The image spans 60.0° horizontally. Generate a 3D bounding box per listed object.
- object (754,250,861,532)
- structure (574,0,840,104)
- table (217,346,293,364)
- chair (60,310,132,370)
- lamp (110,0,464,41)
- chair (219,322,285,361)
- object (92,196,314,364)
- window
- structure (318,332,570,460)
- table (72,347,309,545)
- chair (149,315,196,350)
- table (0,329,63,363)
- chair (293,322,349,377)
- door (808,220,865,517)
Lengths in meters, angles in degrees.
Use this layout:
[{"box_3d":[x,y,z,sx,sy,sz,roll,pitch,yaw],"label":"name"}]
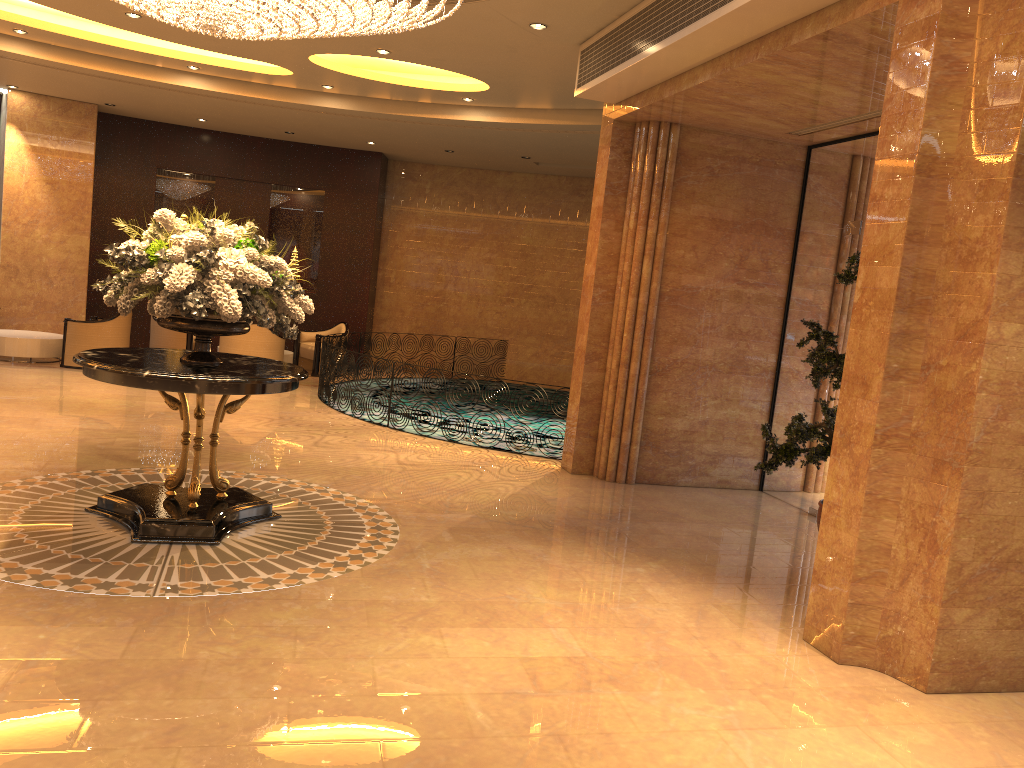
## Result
[{"box_3d":[2.433,0.226,6.289,1.250,2.363,0.843,2,7,-35],"label":"object"},{"box_3d":[1.357,-2.709,6.588,0.425,0.483,4.113,5,6,-16],"label":"structure"},{"box_3d":[-4.215,-0.388,14.552,1.196,0.354,1.196,8,6,12],"label":"table"},{"box_3d":[-6.003,-0.698,12.966,0.769,0.916,0.951,6,6,-1],"label":"chair"},{"box_3d":[-1.881,-2.872,5.664,3.206,1.196,3.204,9,7,21],"label":"lamp"},{"box_3d":[-3.870,-0.491,13.233,0.951,0.916,0.769,4,7,-21],"label":"chair"},{"box_3d":[-2.047,-0.643,5.898,1.277,0.999,1.318,8,6,15],"label":"object"},{"box_3d":[3.249,-0.389,7.412,0.047,3.571,3.515,5,6,-16],"label":"window"},{"box_3d":[-0.961,-0.056,13.560,3.815,0.995,7.624,7,6,3],"label":"structure"},{"box_3d":[-2.188,0.382,6.033,1.493,1.089,1.493,4,7,-22],"label":"table"},{"box_3d":[-5.320,-0.738,14.035,0.769,0.916,0.951,6,6,-6],"label":"chair"},{"box_3d":[-7.203,-0.558,13.061,1.196,0.354,1.196,8,6,11],"label":"table"},{"box_3d":[-3.236,-0.635,15.223,0.769,0.916,0.951,1,8,-40],"label":"chair"},{"box_3d":[3.208,-0.016,7.451,0.195,2.758,1.880,5,6,-16],"label":"door"}]
